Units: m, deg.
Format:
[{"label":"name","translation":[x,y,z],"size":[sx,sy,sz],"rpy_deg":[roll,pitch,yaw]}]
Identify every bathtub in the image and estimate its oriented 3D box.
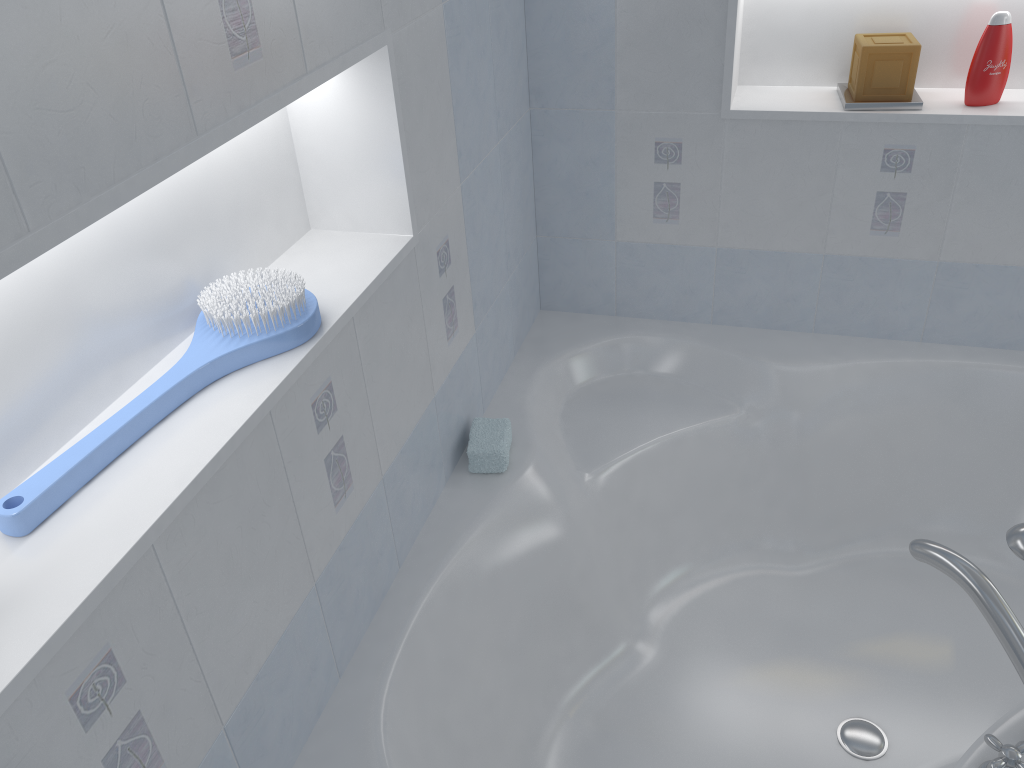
[{"label":"bathtub","translation":[0.596,0.404,1.704],"size":[1.596,0.670,1.578],"rpy_deg":[6,35,16]}]

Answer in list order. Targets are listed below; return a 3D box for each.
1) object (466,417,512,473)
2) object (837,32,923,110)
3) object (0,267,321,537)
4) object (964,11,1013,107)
[{"label":"object","translation":[-0.047,0.129,1.896],"size":[0.081,0.059,0.128],"rpy_deg":[-1,33,5]},{"label":"object","translation":[0.819,-0.695,1.960],"size":[0.160,0.130,0.160],"rpy_deg":[3,34,11]},{"label":"object","translation":[-0.457,-0.015,1.137],"size":[0.172,0.065,0.534],"rpy_deg":[15,38,27]},{"label":"object","translation":[1.013,-0.686,1.874],"size":[0.092,0.190,0.044],"rpy_deg":[-8,33,-6]}]
